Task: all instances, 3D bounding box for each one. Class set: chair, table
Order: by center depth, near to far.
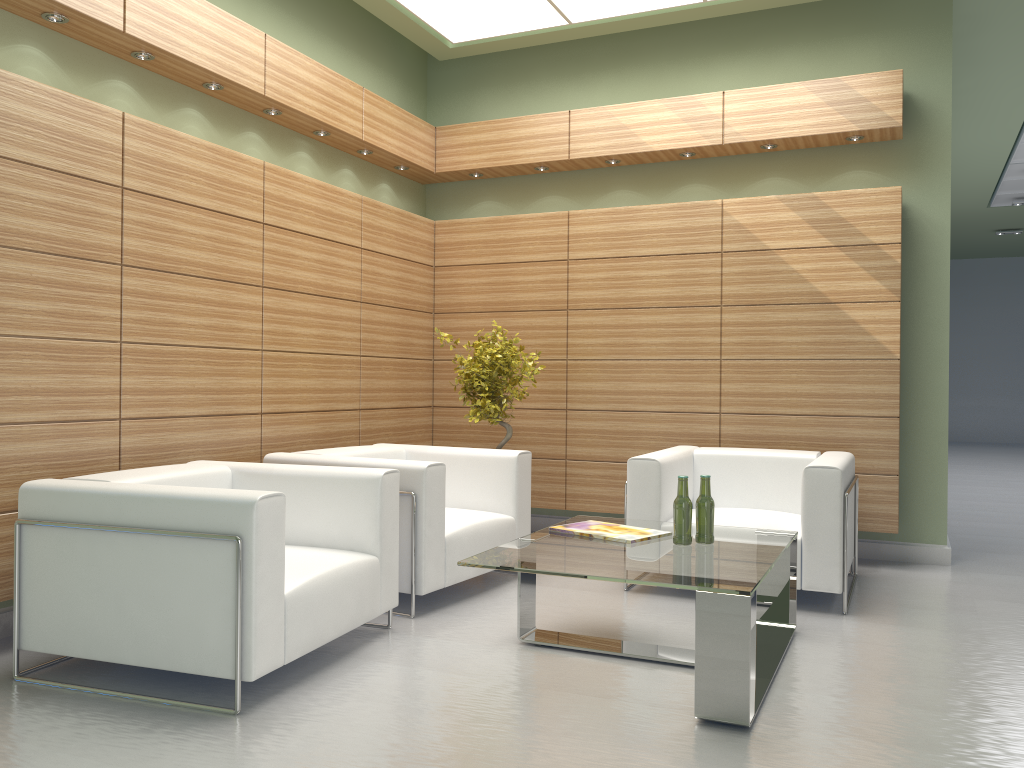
[{"bbox_3d":[-1.959,1.232,6.089,1.802,1.234,1.894,1,0,19],"label":"chair"},{"bbox_3d":[0.913,1.481,6.115,1.783,0.742,2.197,1,0,24],"label":"table"},{"bbox_3d":[-0.994,1.240,8.204,1.769,1.234,1.894,1,0,29],"label":"chair"},{"bbox_3d":[2.201,1.273,8.353,1.894,1.234,1.802,1,0,24],"label":"chair"}]

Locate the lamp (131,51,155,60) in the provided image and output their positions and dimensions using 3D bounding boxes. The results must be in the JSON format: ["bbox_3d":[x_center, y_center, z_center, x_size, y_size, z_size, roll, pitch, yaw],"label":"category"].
[{"bbox_3d":[-3.009,-2.700,7.230,0.181,0.074,0.181,1,0,7],"label":"lamp"}]

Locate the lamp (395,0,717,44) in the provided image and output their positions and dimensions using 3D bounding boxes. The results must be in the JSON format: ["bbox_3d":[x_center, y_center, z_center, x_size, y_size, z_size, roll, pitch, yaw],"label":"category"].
[{"bbox_3d":[0.340,-4.253,7.469,4.571,0.325,5.060,1,0,24],"label":"lamp"}]

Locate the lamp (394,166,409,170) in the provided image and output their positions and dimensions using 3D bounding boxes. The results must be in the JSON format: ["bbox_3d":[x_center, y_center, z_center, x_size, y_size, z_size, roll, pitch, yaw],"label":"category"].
[{"bbox_3d":[-1.357,-2.685,10.920,0.181,0.074,0.181,1,0,7],"label":"lamp"}]

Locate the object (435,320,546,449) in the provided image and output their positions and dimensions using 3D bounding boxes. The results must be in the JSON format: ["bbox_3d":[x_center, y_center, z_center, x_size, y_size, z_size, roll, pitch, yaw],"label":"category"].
[{"bbox_3d":[-0.280,0.572,9.677,1.201,2.565,1.116,1,0,-8],"label":"object"}]

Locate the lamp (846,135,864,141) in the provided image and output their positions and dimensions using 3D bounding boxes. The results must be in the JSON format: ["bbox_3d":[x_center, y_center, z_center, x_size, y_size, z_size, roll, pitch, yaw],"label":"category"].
[{"bbox_3d":[3.640,-2.633,9.413,0.181,0.074,0.181,1,0,18],"label":"lamp"}]

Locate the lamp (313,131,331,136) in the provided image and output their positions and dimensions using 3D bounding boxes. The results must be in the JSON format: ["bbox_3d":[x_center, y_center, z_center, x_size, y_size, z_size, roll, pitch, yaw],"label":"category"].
[{"bbox_3d":[-2.023,-2.691,9.434,0.181,0.074,0.181,1,0,7],"label":"lamp"}]

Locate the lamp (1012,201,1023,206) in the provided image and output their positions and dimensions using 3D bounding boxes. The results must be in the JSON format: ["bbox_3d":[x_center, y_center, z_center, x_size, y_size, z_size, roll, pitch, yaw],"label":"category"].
[{"bbox_3d":[12.205,-4.332,20.972,0.657,0.159,0.286,1,0,24],"label":"lamp"}]

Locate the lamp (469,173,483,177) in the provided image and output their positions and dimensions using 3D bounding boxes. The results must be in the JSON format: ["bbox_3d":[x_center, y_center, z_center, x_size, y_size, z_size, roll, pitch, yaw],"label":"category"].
[{"bbox_3d":[-0.455,-2.676,11.247,0.181,0.074,0.181,1,0,18],"label":"lamp"}]

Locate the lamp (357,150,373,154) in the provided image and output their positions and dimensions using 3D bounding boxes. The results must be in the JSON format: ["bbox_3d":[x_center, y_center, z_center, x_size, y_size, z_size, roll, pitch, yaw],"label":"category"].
[{"bbox_3d":[-1.687,-2.688,10.182,0.181,0.074,0.181,1,0,-4],"label":"lamp"}]

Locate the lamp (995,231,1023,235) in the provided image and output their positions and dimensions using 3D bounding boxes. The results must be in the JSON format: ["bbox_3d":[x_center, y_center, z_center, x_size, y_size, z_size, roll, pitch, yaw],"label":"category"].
[{"bbox_3d":[14.029,-4.316,25.046,0.657,0.159,0.286,1,0,24],"label":"lamp"}]

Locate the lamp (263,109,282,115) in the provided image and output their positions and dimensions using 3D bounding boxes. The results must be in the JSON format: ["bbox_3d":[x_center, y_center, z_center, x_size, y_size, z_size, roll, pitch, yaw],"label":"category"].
[{"bbox_3d":[-2.349,-2.694,8.705,0.181,0.074,0.181,1,0,7],"label":"lamp"}]

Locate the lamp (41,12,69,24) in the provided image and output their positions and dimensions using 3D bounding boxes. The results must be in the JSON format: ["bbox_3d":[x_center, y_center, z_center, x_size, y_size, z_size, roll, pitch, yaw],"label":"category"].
[{"bbox_3d":[-3.341,-2.703,6.488,0.181,0.074,0.181,1,0,7],"label":"lamp"}]

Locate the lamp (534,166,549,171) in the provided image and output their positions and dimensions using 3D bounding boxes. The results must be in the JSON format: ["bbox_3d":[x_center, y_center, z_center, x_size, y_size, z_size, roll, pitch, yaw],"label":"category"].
[{"bbox_3d":[0.365,-2.668,10.880,0.181,0.074,0.181,1,0,18],"label":"lamp"}]

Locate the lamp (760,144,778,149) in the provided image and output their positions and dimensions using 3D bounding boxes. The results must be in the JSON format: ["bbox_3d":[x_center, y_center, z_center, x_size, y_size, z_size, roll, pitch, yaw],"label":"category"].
[{"bbox_3d":[2.833,-2.642,9.775,0.181,0.074,0.181,1,0,-15],"label":"lamp"}]

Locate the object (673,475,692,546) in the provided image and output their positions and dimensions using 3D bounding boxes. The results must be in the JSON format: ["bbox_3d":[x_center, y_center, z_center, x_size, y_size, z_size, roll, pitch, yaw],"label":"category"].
[{"bbox_3d":[1.182,0.873,6.140,0.131,0.475,0.131,1,0,-11],"label":"object"}]

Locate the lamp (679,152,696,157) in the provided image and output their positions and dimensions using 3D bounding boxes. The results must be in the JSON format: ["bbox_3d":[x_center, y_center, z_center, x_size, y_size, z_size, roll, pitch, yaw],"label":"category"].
[{"bbox_3d":[2.008,-2.651,10.144,0.181,0.074,0.181,1,0,18],"label":"lamp"}]

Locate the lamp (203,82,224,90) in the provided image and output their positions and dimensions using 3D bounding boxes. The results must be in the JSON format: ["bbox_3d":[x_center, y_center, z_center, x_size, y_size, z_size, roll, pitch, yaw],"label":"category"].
[{"bbox_3d":[-2.682,-2.697,7.962,0.181,0.074,0.181,1,0,-4],"label":"lamp"}]

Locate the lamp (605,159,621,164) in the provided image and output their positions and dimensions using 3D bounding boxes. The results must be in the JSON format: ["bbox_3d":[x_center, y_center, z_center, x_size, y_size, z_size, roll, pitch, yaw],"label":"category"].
[{"bbox_3d":[1.195,-2.659,10.508,0.181,0.074,0.181,1,0,-15],"label":"lamp"}]

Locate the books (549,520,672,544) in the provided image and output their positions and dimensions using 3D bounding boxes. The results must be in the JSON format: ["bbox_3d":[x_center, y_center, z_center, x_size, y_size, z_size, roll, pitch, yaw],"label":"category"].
[{"bbox_3d":[0.726,1.093,6.586,0.762,0.025,0.508,1,0,44],"label":"books"}]

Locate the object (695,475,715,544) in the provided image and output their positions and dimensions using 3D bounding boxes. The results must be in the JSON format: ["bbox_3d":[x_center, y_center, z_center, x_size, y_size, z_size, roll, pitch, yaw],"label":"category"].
[{"bbox_3d":[1.349,0.875,6.197,0.131,0.475,0.131,1,0,-11],"label":"object"}]
